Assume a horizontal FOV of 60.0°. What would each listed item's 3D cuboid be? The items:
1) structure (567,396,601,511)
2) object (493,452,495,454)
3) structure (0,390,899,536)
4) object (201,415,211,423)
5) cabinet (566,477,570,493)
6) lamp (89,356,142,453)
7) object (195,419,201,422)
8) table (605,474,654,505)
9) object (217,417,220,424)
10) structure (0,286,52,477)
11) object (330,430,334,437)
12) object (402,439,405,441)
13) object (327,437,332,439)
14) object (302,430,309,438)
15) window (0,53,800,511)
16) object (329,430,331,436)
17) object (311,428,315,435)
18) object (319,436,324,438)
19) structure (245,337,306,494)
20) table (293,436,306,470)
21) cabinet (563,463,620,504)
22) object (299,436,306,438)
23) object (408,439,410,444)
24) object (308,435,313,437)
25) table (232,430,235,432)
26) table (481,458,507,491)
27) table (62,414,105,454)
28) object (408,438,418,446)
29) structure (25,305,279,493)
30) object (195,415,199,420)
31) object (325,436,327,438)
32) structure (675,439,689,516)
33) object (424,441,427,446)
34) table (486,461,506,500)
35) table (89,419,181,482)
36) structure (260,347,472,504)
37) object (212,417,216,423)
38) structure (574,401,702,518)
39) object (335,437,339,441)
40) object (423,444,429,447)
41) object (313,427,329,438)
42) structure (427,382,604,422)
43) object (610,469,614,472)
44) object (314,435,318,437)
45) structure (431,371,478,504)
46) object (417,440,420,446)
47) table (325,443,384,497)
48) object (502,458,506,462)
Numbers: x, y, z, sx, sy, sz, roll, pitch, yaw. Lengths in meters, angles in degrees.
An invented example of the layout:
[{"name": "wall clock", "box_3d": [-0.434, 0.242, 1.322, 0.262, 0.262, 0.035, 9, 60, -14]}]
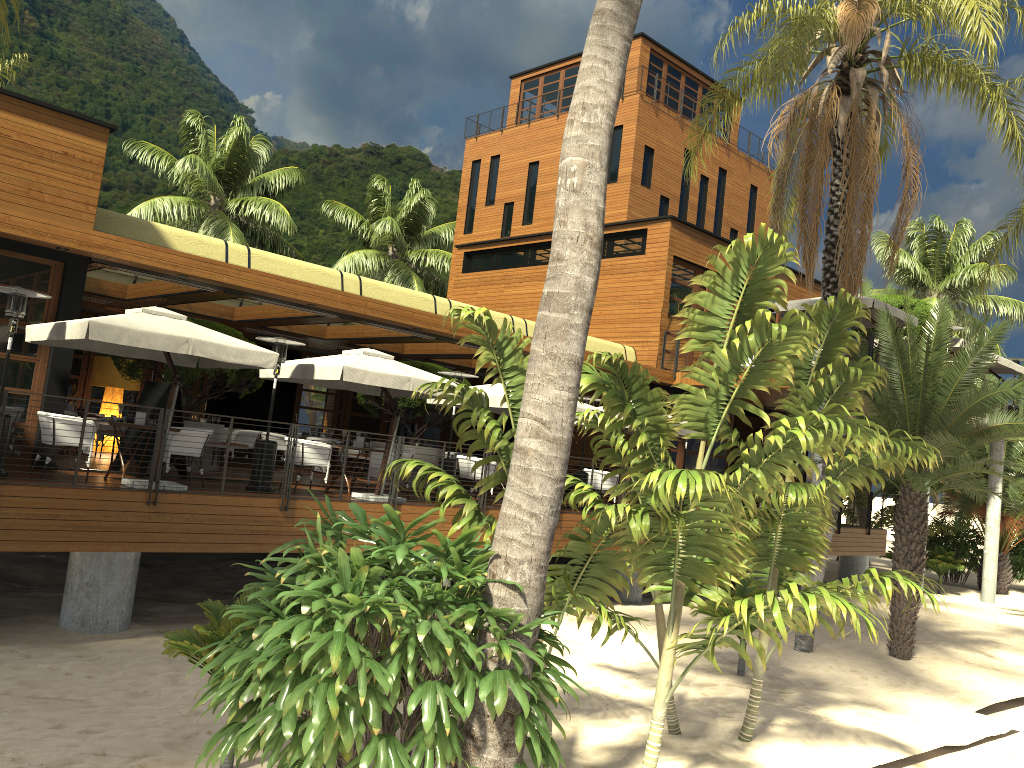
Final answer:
[{"name": "structure", "box_3d": [1.366, 1.315, 17.047, 0.699, 2.196, 0.698, 3, -7, 34]}, {"name": "object", "box_3d": [-0.414, 1.610, 20.406, 0.082, 0.227, 0.082, 6, -5, 8]}, {"name": "structure", "box_3d": [1.405, 1.927, 15.967, 26.217, 1.155, 0.163, 11, -7, -43]}, {"name": "object", "box_3d": [-6.341, 0.761, 18.366, 0.263, 0.264, 0.263, 11, -6, -39]}, {"name": "cabinet", "box_3d": [0.778, 2.404, 22.989, 0.556, 0.839, 1.611, 11, -7, -43]}, {"name": "lamp", "box_3d": [-8.381, 0.477, 18.567, 0.974, 2.014, 0.971, 4, -6, 26]}, {"name": "object", "box_3d": [-6.362, 0.770, 17.979, 0.163, 0.179, 0.168, 10, -6, -33]}, {"name": "table", "box_3d": [2.279, 2.260, 18.449, 0.930, 0.750, 0.932, 11, -7, -43]}, {"name": "object", "box_3d": [-6.068, 0.801, 18.292, 0.082, 0.227, 0.082, 10, -6, -34]}, {"name": "structure", "box_3d": [-5.822, -0.040, 10.155, 0.699, 2.196, 0.698, 3, -7, 34]}, {"name": "object", "box_3d": [-4.109, 1.172, 20.182, 0.082, 0.227, 0.082, 9, -6, -25]}, {"name": "object", "box_3d": [-2.745, 1.497, 22.370, 0.082, 0.227, 0.082, 7, -5, -6]}, {"name": "object", "box_3d": [-4.192, 1.259, 20.332, 0.116, 0.065, 0.116, 8, -5, -23]}, {"name": "object", "box_3d": [-4.751, 1.144, 20.419, 0.163, 0.179, 0.168, 9, -5, -23]}, {"name": "window", "box_3d": [1.042, -5.996, 25.985, 14.496, 17.994, 38.333, 4, -5, 24]}, {"name": "object", "box_3d": [-4.217, 1.190, 20.580, 0.082, 0.227, 0.082, 10, -6, -32]}, {"name": "object", "box_3d": [-4.513, 1.116, 20.058, 0.082, 0.227, 0.082, 10, -6, -32]}, {"name": "object", "box_3d": [-4.327, 1.226, 20.104, 0.116, 0.065, 0.116, 6, -5, 0]}, {"name": "structure", "box_3d": [-3.396, 0.418, 12.481, 0.699, 2.196, 0.698, 3, -7, 34]}, {"name": "table", "box_3d": [-4.450, 1.635, 20.260, 1.166, 0.750, 1.163, 4, -5, 26]}, {"name": "cabinet", "box_3d": [1.900, 2.440, 21.817, 0.556, 0.839, 1.611, 11, -7, -43]}, {"name": "object", "box_3d": [-4.732, 1.199, 20.094, 0.170, 0.025, 0.294, 8, -5, -21]}, {"name": "object", "box_3d": [-2.644, 1.541, 22.781, 0.082, 0.227, 0.082, 7, -5, -1]}, {"name": "object", "box_3d": [-4.606, 1.203, 20.218, 0.116, 0.065, 0.116, 8, -5, -23]}, {"name": "table", "box_3d": [-6.382, 1.262, 18.296, 1.166, 0.750, 1.163, 5, -5, 15]}, {"name": "table", "box_3d": [-0.178, 2.141, 20.517, 1.164, 0.750, 1.166, 10, -6, -38]}, {"name": "table", "box_3d": [-8.175, 0.904, 16.317, 1.166, 0.750, 1.163, 5, -5, 15]}, {"name": "object", "box_3d": [-2.496, 1.524, 22.537, 0.263, 0.264, 0.263, 6, -5, 5]}, {"name": "structure", "box_3d": [-4.795, 0.121, 11.546, 2.409, 2.337, 2.414, 11, -7, -43]}, {"name": "object", "box_3d": [-6.450, 0.742, 18.085, 0.082, 0.227, 0.082, 2, -7, 39]}, {"name": "object", "box_3d": [-4.331, 1.252, 20.590, 0.086, 0.086, 0.086, 5, -5, 19]}, {"name": "structure", "box_3d": [3.756, 1.766, 19.339, 0.699, 2.196, 0.698, 3, -7, 34]}, {"name": "object", "box_3d": [-2.224, 1.579, 22.655, 0.082, 0.227, 0.082, 7, -5, -6]}, {"name": "table", "box_3d": [-0.144, 1.803, 16.125, 0.930, 0.750, 0.932, 11, -7, -43]}, {"name": "table", "box_3d": [-4.979, 0.891, 11.489, 0.930, 0.750, 0.932, 11, -7, -43]}, {"name": "structure", "box_3d": [-2.385, 0.575, 13.858, 2.409, 2.337, 2.414, 11, -7, -43]}, {"name": "object", "box_3d": [-6.287, 0.805, 18.658, 0.082, 0.227, 0.082, 11, -7, -39]}, {"name": "structure", "box_3d": [2.437, 1.484, 18.481, 2.409, 2.337, 2.414, 11, -7, -43]}, {"name": "object", "box_3d": [-3.995, 1.263, 20.239, 0.086, 0.086, 0.086, 4, -5, 24]}, {"name": "object", "box_3d": [-2.217, 1.617, 22.787, 0.168, 0.179, 0.162, 6, -5, 8]}, {"name": "object", "box_3d": [-4.380, 1.136, 20.310, 0.263, 0.264, 0.263, 9, -6, -26]}, {"name": "structure", "box_3d": [0.026, 1.030, 16.170, 2.409, 2.337, 2.414, 11, -7, -43]}, {"name": "object", "box_3d": [2.079, 1.817, 18.473, 0.086, 0.086, 0.086, 11, -7, -43]}, {"name": "object", "box_3d": [-4.420, 1.198, 20.020, 0.086, 0.086, 0.086, 5, -5, 19]}, {"name": "structure", "box_3d": [-1.019, 0.866, 14.761, 0.699, 2.196, 0.698, 3, -7, 34]}, {"name": "object", "box_3d": [-2.349, 1.533, 22.250, 0.082, 0.227, 0.082, 7, -5, -1]}, {"name": "table", "box_3d": [-2.561, 1.347, 13.807, 0.930, 0.750, 0.932, 11, -7, -43]}, {"name": "object", "box_3d": [-0.164, 1.342, 16.259, 0.167, 0.179, 0.163, 11, -7, -41]}]
